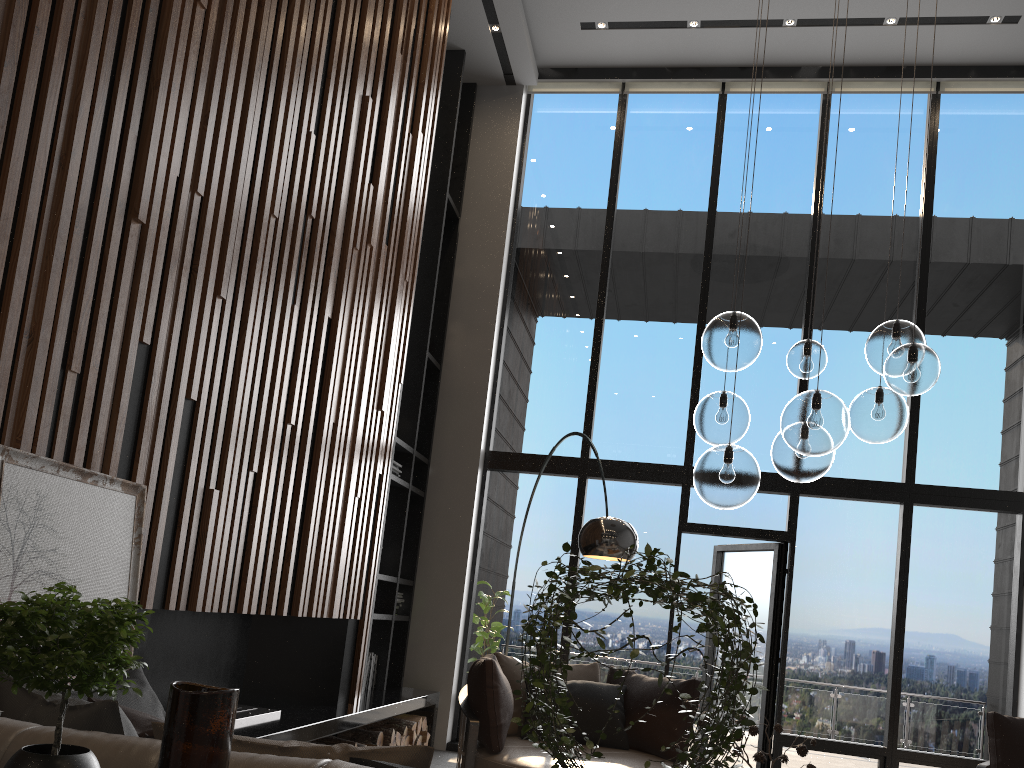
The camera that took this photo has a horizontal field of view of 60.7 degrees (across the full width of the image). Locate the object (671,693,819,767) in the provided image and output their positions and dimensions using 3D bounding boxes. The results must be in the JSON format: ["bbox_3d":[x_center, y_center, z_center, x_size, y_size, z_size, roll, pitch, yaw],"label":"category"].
[{"bbox_3d":[0.848,1.468,3.328,0.546,0.591,0.322,10,-9,-18],"label":"object"}]

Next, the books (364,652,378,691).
[{"bbox_3d":[-1.156,2.165,6.616,0.174,0.281,0.342,5,-11,11],"label":"books"}]

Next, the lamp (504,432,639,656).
[{"bbox_3d":[0.265,1.440,5.418,0.322,2.283,2.073,8,-10,-11],"label":"lamp"}]

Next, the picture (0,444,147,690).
[{"bbox_3d":[-1.421,0.755,2.777,0.101,0.977,0.748,5,-9,12],"label":"picture"}]

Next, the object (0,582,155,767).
[{"bbox_3d":[-0.768,0.538,1.478,0.275,0.399,0.313,11,-10,-28],"label":"object"}]

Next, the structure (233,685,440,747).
[{"bbox_3d":[-1.510,1.805,4.000,0.665,0.447,6.727,4,-15,11],"label":"structure"}]

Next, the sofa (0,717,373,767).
[{"bbox_3d":[0.216,1.390,2.387,3.235,0.801,1.932,4,-14,11],"label":"sofa"}]

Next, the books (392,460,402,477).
[{"bbox_3d":[-0.992,0.652,6.716,0.218,0.125,0.332,4,-14,11],"label":"books"}]

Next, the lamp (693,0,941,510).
[{"bbox_3d":[1.391,-1.864,3.653,1.229,4.895,1.256,6,-7,8],"label":"lamp"}]

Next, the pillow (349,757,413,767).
[{"bbox_3d":[0.521,1.103,1.864,1.936,0.489,0.558,4,-11,10],"label":"pillow"}]

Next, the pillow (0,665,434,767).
[{"bbox_3d":[-0.819,1.052,2.224,1.388,0.535,0.779,-6,-17,41],"label":"pillow"}]

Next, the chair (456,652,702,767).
[{"bbox_3d":[0.378,2.105,5.153,1.482,0.880,1.481,-3,-16,37],"label":"chair"}]

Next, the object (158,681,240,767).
[{"bbox_3d":[-0.519,0.625,1.428,0.108,0.262,0.111,4,-8,17],"label":"object"}]

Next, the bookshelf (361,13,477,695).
[{"bbox_3d":[-0.896,-0.292,6.796,0.337,5.207,1.490,5,-7,12],"label":"bookshelf"}]

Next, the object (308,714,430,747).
[{"bbox_3d":[-1.139,2.211,5.125,0.434,0.381,4.159,4,-15,12],"label":"object"}]

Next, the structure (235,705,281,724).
[{"bbox_3d":[-1.473,1.704,4.461,0.298,0.100,0.732,4,-15,11],"label":"structure"}]

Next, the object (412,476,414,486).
[{"bbox_3d":[-0.861,0.741,7.189,0.059,0.228,0.193,5,-10,14],"label":"object"}]

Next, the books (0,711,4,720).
[{"bbox_3d":[-1.141,0.652,1.578,0.331,0.147,0.205,4,-12,12],"label":"books"}]

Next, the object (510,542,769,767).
[{"bbox_3d":[0.182,0.522,1.314,0.386,0.564,0.219,8,-7,-8],"label":"object"}]

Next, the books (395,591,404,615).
[{"bbox_3d":[-1.031,1.757,7.064,0.217,0.186,0.384,4,-13,11],"label":"books"}]

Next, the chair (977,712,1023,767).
[{"bbox_3d":[3.391,2.369,4.855,1.441,0.880,1.524,0,-14,27],"label":"chair"}]
